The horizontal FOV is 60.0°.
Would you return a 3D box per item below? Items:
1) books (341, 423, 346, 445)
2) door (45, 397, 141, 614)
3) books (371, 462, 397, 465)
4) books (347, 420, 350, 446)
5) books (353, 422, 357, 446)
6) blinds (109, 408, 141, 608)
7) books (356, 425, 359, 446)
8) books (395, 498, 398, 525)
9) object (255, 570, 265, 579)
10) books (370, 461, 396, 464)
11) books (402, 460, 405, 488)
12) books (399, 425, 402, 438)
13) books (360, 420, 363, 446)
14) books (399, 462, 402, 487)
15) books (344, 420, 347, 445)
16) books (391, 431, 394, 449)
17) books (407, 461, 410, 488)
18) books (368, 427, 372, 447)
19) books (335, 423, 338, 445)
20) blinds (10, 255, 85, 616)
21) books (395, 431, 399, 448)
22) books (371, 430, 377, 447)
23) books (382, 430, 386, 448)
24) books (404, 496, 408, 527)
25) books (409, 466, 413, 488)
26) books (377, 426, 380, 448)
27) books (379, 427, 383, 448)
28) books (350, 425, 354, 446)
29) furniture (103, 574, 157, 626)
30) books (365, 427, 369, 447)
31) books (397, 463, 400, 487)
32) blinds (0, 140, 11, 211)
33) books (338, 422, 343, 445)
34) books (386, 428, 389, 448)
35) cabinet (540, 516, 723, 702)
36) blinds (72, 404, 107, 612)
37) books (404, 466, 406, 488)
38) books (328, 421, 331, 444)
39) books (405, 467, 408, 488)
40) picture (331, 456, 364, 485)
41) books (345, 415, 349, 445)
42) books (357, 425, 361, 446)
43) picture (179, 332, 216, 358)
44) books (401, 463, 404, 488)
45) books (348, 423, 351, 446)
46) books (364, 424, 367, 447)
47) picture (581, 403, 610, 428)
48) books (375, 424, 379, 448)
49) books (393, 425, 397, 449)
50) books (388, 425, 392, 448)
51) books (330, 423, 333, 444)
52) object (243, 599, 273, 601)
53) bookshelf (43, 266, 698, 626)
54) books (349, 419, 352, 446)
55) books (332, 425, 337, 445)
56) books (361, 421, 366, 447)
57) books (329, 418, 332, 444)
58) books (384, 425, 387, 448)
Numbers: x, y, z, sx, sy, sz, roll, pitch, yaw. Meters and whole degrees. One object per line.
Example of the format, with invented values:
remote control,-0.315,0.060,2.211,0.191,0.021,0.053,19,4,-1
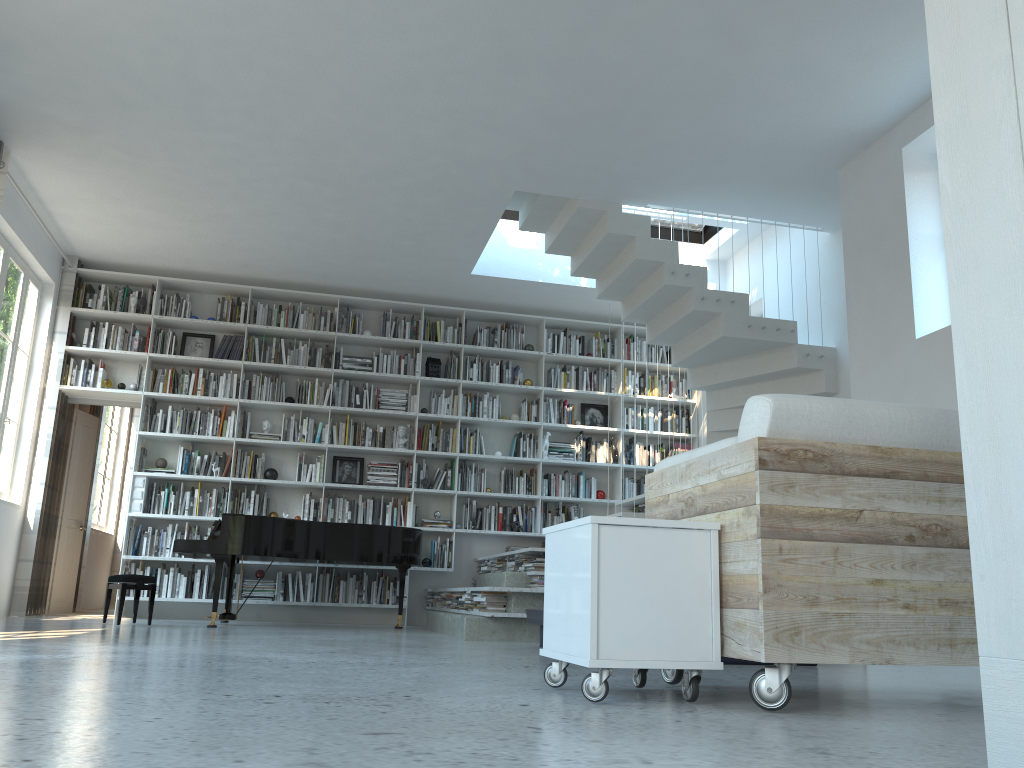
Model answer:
books,-1.647,0.513,8.638,0.029,0.239,0.156,5,-14,-12
door,-3.984,1.198,8.503,0.834,1.975,0.788,5,-13,-12
books,-1.261,0.791,8.664,0.254,0.012,0.161,6,-14,-15
books,-1.594,0.497,8.621,0.015,0.266,0.189,5,-14,-12
books,-1.540,0.516,8.676,0.028,0.258,0.135,5,-14,-12
blinds,-5.104,1.355,11.942,0.140,3.222,0.778,5,-13,-12
books,-1.517,0.528,8.658,0.012,0.227,0.170,5,-14,-12
books,-1.126,1.254,8.609,0.010,0.283,0.132,5,-13,-12
object,-2.317,1.752,8.158,0.086,0.087,0.086,11,-16,-34
books,-1.260,0.779,8.665,0.254,0.012,0.161,4,-14,-9
books,-1.068,0.898,8.692,0.011,0.287,0.152,5,-14,-12
books,-1.113,0.549,8.765,0.014,0.262,0.135,5,-14,-12
books,-1.479,0.504,8.672,0.013,0.283,0.177,5,-14,-12
books,-1.100,0.906,8.671,0.011,0.260,0.184,5,-14,-12
books,-1.629,0.496,8.659,0.010,0.283,0.137,5,-13,-12
books,-1.188,0.570,8.742,0.022,0.206,0.114,5,-14,-12
books,-1.022,0.903,8.688,0.011,0.279,0.186,5,-14,-12
books,-1.398,0.545,8.683,0.030,0.214,0.169,5,-14,-12
books,-1.706,0.506,8.622,0.042,0.241,0.162,5,-14,-12
blinds,-4.199,0.464,8.169,0.140,3.222,0.778,5,-13,-12
books,-1.136,0.575,8.744,0.035,0.201,0.149,5,-14,-12
books,-1.362,0.559,8.702,0.050,0.198,0.146,5,-14,-12
books,-1.267,0.561,8.700,0.029,0.200,0.178,5,-14,-12
books,-1.036,1.251,8.622,0.011,0.299,0.149,5,-13,-12
books,-0.999,0.927,8.678,0.034,0.229,0.200,5,-14,-12
books,-1.316,0.543,8.702,0.010,0.233,0.175,5,-14,-12
books,-1.295,0.547,8.695,0.029,0.223,0.186,5,-14,-12
books,-1.565,0.527,8.661,0.024,0.228,0.148,5,-14,-12
furniture,-2.767,1.556,6.416,0.240,0.352,0.468,12,-17,-37
books,-1.424,0.542,8.677,0.024,0.216,0.175,5,-14,-12
books,-1.112,0.909,8.671,0.012,0.253,0.161,5,-14,-12
blinds,-3.562,-0.162,5.515,0.140,3.222,0.778,5,-13,-12
books,-1.675,0.508,8.639,0.026,0.247,0.139,5,-14,-12
books,-1.235,0.556,8.737,0.025,0.229,0.143,5,-14,-12
cabinet,0.332,0.664,2.619,0.380,0.485,0.504,5,-14,-12
blinds,-4.468,0.729,9.289,0.140,3.222,0.778,5,-13,-12
books,-1.059,0.927,8.694,0.013,0.232,0.134,5,-14,-12
books,-1.778,0.495,8.613,0.012,0.253,0.161,5,-14,-12
books,-1.043,0.935,8.694,0.021,0.217,0.132,5,-14,-12
picture,-1.596,0.855,8.625,0.300,0.299,0.077,5,-13,-12
books,-1.607,0.471,8.624,0.014,0.316,0.188,5,-14,-12
books,-1.500,0.528,8.670,0.025,0.235,0.137,5,-14,-12
picture,-3.033,-0.347,8.549,0.300,0.299,0.077,5,-13,-12
books,-1.080,0.912,8.686,0.013,0.255,0.163,5,-14,-12
books,-1.590,0.516,8.652,0.010,0.244,0.150,5,-14,-12
books,-1.444,0.526,8.689,0.011,0.251,0.130,5,-14,-12
picture,0.876,0.355,9.332,0.300,0.299,0.077,5,-13,-12
books,-1.328,0.531,8.706,0.014,0.258,0.162,5,-14,-12
books,-1.164,0.546,8.747,0.024,0.258,0.127,5,-13,-12
books,-1.206,0.540,8.727,0.025,0.258,0.151,5,-14,-12
books,-1.759,0.508,8.623,0.011,0.234,0.142,5,-14,-12
object,-2.330,1.985,8.140,0.254,0.007,0.161,4,-14,-9
bookshelf,-1.170,0.743,8.633,6.298,3.133,0.331,5,-13,-12
books,-1.575,0.495,8.642,0.010,0.280,0.171,5,-14,-12
books,-1.722,0.518,8.603,0.053,0.208,0.156,5,-14,-12
books,-1.456,0.511,8.661,0.028,0.267,0.190,5,-14,-12
books,-1.768,0.485,8.627,0.010,0.281,0.140,5,-13,-12
books,-1.244,0.539,8.700,0.012,0.244,0.186,5,-14,-12
